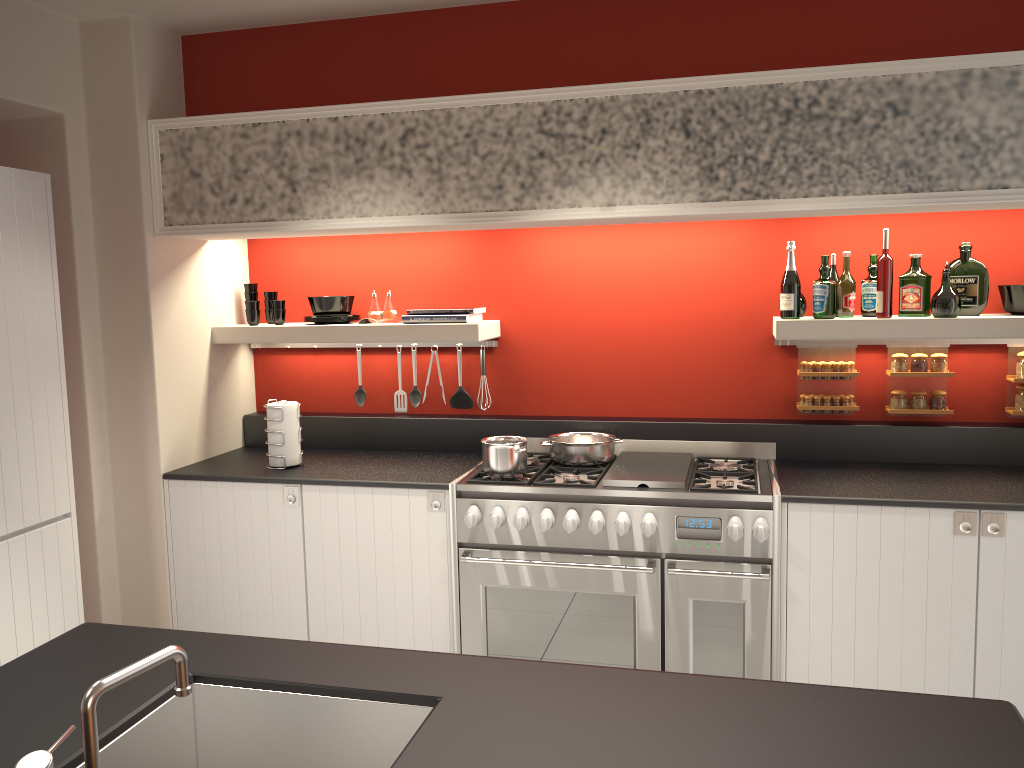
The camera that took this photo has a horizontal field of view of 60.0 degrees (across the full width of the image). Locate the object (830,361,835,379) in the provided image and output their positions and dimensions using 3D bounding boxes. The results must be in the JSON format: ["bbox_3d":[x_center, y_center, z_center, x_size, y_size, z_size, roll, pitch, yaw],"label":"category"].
[{"bbox_3d":[1.422,-0.062,3.939,0.034,0.078,0.034,3,7,35],"label":"object"}]

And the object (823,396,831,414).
[{"bbox_3d":[1.393,0.090,3.923,0.034,0.078,0.034,3,7,35],"label":"object"}]

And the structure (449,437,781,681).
[{"bbox_3d":[0.460,0.843,3.825,1.322,1.084,0.778,0,6,14],"label":"structure"}]

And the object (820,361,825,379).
[{"bbox_3d":[1.382,-0.062,3.949,0.034,0.078,0.034,3,7,35],"label":"object"}]

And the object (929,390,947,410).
[{"bbox_3d":[1.839,0.071,3.830,0.068,0.088,0.068,3,8,35],"label":"object"}]

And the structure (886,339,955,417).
[{"bbox_3d":[1.765,-0.023,3.842,0.256,0.347,0.130,0,6,14],"label":"structure"}]

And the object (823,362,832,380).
[{"bbox_3d":[1.390,-0.058,3.907,0.034,0.078,0.034,3,7,35],"label":"object"}]

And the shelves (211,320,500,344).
[{"bbox_3d":[-0.772,-0.257,4.376,1.379,0.083,0.376,0,7,14],"label":"shelves"}]

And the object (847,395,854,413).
[{"bbox_3d":[1.501,0.086,3.935,0.034,0.078,0.034,3,7,35],"label":"object"}]

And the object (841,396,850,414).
[{"bbox_3d":[1.469,0.090,3.903,0.034,0.078,0.034,3,7,35],"label":"object"}]

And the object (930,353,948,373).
[{"bbox_3d":[1.836,-0.088,3.813,0.068,0.088,0.068,3,8,35],"label":"object"}]

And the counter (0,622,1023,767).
[{"bbox_3d":[-0.227,0.686,1.238,2.054,0.050,1.416,0,7,14],"label":"counter"}]

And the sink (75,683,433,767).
[{"bbox_3d":[-0.464,0.781,1.563,0.567,0.258,0.516,0,7,14],"label":"sink"}]

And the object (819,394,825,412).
[{"bbox_3d":[1.386,0.085,3.964,0.034,0.078,0.034,3,7,35],"label":"object"}]

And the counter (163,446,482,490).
[{"bbox_3d":[-0.825,0.380,4.151,1.360,0.026,0.699,0,7,14],"label":"counter"}]

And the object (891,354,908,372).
[{"bbox_3d":[1.684,-0.089,3.852,0.068,0.088,0.068,3,8,35],"label":"object"}]

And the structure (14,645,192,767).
[{"bbox_3d":[-0.631,0.547,1.363,0.183,0.248,0.224,0,6,15],"label":"structure"}]

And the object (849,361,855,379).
[{"bbox_3d":[1.497,-0.061,3.919,0.034,0.078,0.034,3,7,35],"label":"object"}]

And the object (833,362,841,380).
[{"bbox_3d":[1.428,-0.057,3.897,0.034,0.078,0.034,3,7,35],"label":"object"}]

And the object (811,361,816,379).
[{"bbox_3d":[1.345,-0.062,3.958,0.034,0.078,0.034,3,7,35],"label":"object"}]

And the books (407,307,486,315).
[{"bbox_3d":[-0.311,-0.349,4.237,0.332,0.026,0.207,0,7,15],"label":"books"}]

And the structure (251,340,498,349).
[{"bbox_3d":[-0.722,-0.202,4.537,1.355,0.034,0.054,0,7,14],"label":"structure"}]

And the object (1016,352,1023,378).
[{"bbox_3d":[2.171,-0.078,3.724,0.093,0.120,0.094,3,8,35],"label":"object"}]

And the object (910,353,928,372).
[{"bbox_3d":[1.760,-0.088,3.832,0.068,0.088,0.068,3,8,35],"label":"object"}]

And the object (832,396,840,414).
[{"bbox_3d":[1.431,0.090,3.913,0.034,0.078,0.034,3,7,35],"label":"object"}]

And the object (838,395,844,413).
[{"bbox_3d":[1.463,0.086,3.945,0.034,0.078,0.034,3,7,35],"label":"object"}]

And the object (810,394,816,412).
[{"bbox_3d":[1.348,0.085,3.974,0.034,0.078,0.034,3,7,35],"label":"object"}]

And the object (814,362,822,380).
[{"bbox_3d":[1.352,-0.058,3.917,0.034,0.078,0.034,3,7,35],"label":"object"}]

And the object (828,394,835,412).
[{"bbox_3d":[1.425,0.085,3.954,0.034,0.078,0.034,3,7,35],"label":"object"}]

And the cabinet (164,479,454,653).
[{"bbox_3d":[-0.816,0.886,4.208,1.361,0.993,0.687,0,6,14],"label":"cabinet"}]

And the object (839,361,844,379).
[{"bbox_3d":[1.460,-0.062,3.929,0.034,0.078,0.034,3,7,35],"label":"object"}]

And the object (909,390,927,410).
[{"bbox_3d":[1.764,0.071,3.849,0.068,0.088,0.068,3,8,35],"label":"object"}]

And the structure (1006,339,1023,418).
[{"bbox_3d":[2.231,-0.021,3.723,0.256,0.347,0.130,0,6,14],"label":"structure"}]

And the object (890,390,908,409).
[{"bbox_3d":[1.688,0.071,3.869,0.068,0.088,0.068,3,8,35],"label":"object"}]

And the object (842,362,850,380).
[{"bbox_3d":[1.466,-0.057,3.888,0.034,0.078,0.034,3,7,35],"label":"object"}]

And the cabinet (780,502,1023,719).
[{"bbox_3d":[1.766,0.901,3.543,1.361,0.993,0.687,0,6,14],"label":"cabinet"}]

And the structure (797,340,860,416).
[{"bbox_3d":[1.400,-0.026,3.936,0.256,0.347,0.130,0,6,14],"label":"structure"}]

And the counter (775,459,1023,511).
[{"bbox_3d":[1.753,0.395,3.488,1.360,0.026,0.699,0,7,14],"label":"counter"}]

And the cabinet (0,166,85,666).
[{"bbox_3d":[-2.346,0.479,2.278,0.716,2.249,2.559,0,6,14],"label":"cabinet"}]

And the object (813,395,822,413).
[{"bbox_3d":[1.355,0.090,3.933,0.034,0.078,0.034,3,7,35],"label":"object"}]

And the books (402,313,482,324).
[{"bbox_3d":[-0.331,-0.313,4.225,0.331,0.042,0.207,1,7,19],"label":"books"}]

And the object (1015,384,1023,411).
[{"bbox_3d":[2.174,0.058,3.738,0.093,0.120,0.094,3,8,35],"label":"object"}]

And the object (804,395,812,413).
[{"bbox_3d":[1.318,0.089,3.942,0.034,0.078,0.034,3,7,35],"label":"object"}]

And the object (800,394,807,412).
[{"bbox_3d":[1.310,0.085,3.984,0.034,0.078,0.034,3,7,35],"label":"object"}]

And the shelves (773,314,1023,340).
[{"bbox_3d":[1.816,-0.242,3.710,1.379,0.083,0.376,0,7,14],"label":"shelves"}]
